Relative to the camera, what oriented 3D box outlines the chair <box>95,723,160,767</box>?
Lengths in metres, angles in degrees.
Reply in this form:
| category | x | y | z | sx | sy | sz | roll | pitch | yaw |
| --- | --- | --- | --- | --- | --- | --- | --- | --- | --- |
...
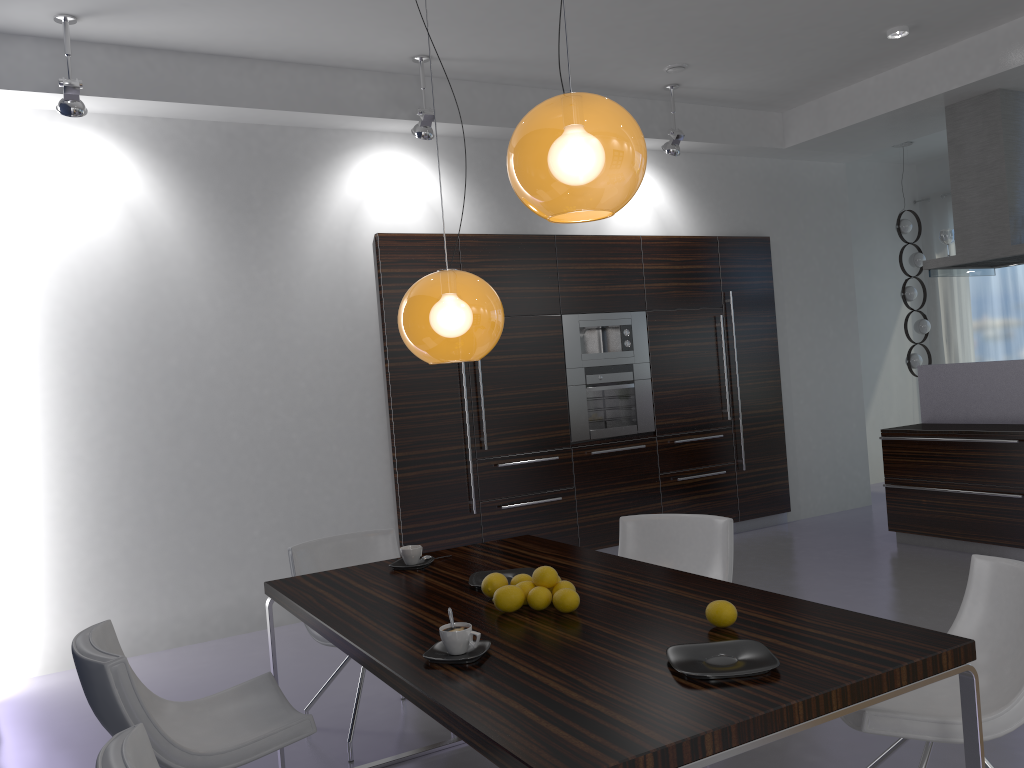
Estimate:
| category | x | y | z | sx | sy | sz | roll | pitch | yaw |
| --- | --- | --- | --- | --- | --- | --- | --- | --- | --- |
| chair | -0.452 | 1.084 | 1.766 | 0.620 | 0.805 | 0.508 | -5 | 1 | -34 |

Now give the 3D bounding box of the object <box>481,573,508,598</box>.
| category | x | y | z | sx | sy | sz | roll | pitch | yaw |
| --- | --- | --- | --- | --- | --- | --- | --- | --- | --- |
| object | -0.052 | 0.625 | 2.746 | 0.079 | 0.077 | 0.094 | -4 | 1 | 35 |

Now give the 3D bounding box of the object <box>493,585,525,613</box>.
| category | x | y | z | sx | sy | sz | roll | pitch | yaw |
| --- | --- | --- | --- | --- | --- | --- | --- | --- | --- |
| object | -0.009 | 0.623 | 2.571 | 0.094 | 0.077 | 0.079 | -4 | 0 | 15 |

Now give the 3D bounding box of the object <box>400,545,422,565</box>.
| category | x | y | z | sx | sy | sz | roll | pitch | yaw |
| --- | --- | --- | --- | --- | --- | --- | --- | --- | --- |
| object | -0.379 | 0.645 | 3.343 | 0.081 | 0.064 | 0.101 | -5 | 0 | -3 |

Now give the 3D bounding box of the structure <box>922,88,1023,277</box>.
| category | x | y | z | sx | sy | sz | roll | pitch | yaw |
| --- | --- | --- | --- | --- | --- | --- | --- | --- | --- |
| structure | 3.748 | -1.478 | 6.597 | 0.915 | 1.231 | 0.981 | -5 | 1 | -29 |

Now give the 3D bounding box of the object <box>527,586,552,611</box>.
| category | x | y | z | sx | sy | sz | roll | pitch | yaw |
| --- | --- | --- | --- | --- | --- | --- | --- | --- | --- |
| object | 0.079 | 0.620 | 2.565 | 0.070 | 0.068 | 0.083 | -4 | 1 | 30 |

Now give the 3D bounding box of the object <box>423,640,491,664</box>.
| category | x | y | z | sx | sy | sz | roll | pitch | yaw |
| --- | --- | --- | --- | --- | --- | --- | --- | --- | --- |
| object | -0.135 | 0.666 | 2.201 | 0.154 | 0.020 | 0.154 | -4 | 0 | 16 |

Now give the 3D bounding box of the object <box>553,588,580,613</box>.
| category | x | y | z | sx | sy | sz | roll | pitch | yaw |
| --- | --- | --- | --- | --- | --- | --- | --- | --- | --- |
| object | 0.154 | 0.614 | 2.518 | 0.070 | 0.068 | 0.083 | -5 | 0 | -25 |

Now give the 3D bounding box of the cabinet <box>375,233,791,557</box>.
| category | x | y | z | sx | sy | sz | roll | pitch | yaw |
| --- | --- | --- | --- | --- | --- | --- | --- | --- | --- |
| cabinet | 0.630 | 0.106 | 7.089 | 3.600 | 2.500 | 0.669 | -5 | 1 | -29 |

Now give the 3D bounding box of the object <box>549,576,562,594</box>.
| category | x | y | z | sx | sy | sz | roll | pitch | yaw |
| --- | --- | --- | --- | --- | --- | --- | --- | --- | --- |
| object | 0.107 | 0.611 | 2.685 | 0.094 | 0.080 | 0.076 | -5 | 1 | -27 |

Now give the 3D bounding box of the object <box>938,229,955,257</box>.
| category | x | y | z | sx | sy | sz | roll | pitch | yaw |
| --- | --- | --- | --- | --- | --- | --- | --- | --- | --- |
| object | 3.337 | -1.071 | 6.789 | 0.125 | 0.221 | 0.125 | -5 | 0 | -4 |

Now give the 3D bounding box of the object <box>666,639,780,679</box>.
| category | x | y | z | sx | sy | sz | roll | pitch | yaw |
| --- | --- | --- | --- | --- | --- | --- | --- | --- | --- |
| object | 0.470 | 0.620 | 1.991 | 0.232 | 0.020 | 0.232 | -5 | 0 | 0 |

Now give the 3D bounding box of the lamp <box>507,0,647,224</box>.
| category | x | y | z | sx | sy | sz | roll | pitch | yaw |
| --- | --- | --- | --- | --- | --- | --- | --- | --- | --- |
| lamp | 0.112 | -1.247 | 2.267 | 0.359 | 1.645 | 0.358 | -5 | 0 | -18 |

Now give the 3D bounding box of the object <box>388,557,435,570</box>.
| category | x | y | z | sx | sy | sz | roll | pitch | yaw |
| --- | --- | --- | --- | --- | --- | --- | --- | --- | --- |
| object | -0.376 | 0.676 | 3.333 | 0.154 | 0.020 | 0.154 | -4 | 0 | 17 |

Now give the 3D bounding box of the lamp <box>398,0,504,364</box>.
| category | x | y | z | sx | sy | sz | roll | pitch | yaw |
| --- | --- | --- | --- | --- | --- | --- | --- | --- | --- |
| lamp | -0.272 | -1.057 | 2.985 | 0.358 | 1.974 | 0.359 | -5 | 0 | -24 |

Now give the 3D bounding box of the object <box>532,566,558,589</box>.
| category | x | y | z | sx | sy | sz | roll | pitch | yaw |
| --- | --- | --- | --- | --- | --- | --- | --- | --- | --- |
| object | 0.098 | 0.572 | 2.621 | 0.070 | 0.068 | 0.083 | -5 | 0 | -25 |

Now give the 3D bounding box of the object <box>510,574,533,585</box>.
| category | x | y | z | sx | sy | sz | roll | pitch | yaw |
| --- | --- | --- | --- | --- | --- | --- | --- | --- | --- |
| object | 0.033 | 0.622 | 2.746 | 0.070 | 0.068 | 0.083 | -5 | 0 | -25 |

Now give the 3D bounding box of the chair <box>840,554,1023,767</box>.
| category | x | y | z | sx | sy | sz | roll | pitch | yaw |
| --- | --- | --- | --- | --- | --- | --- | --- | --- | --- |
| chair | 1.245 | 0.943 | 2.526 | 0.620 | 0.805 | 0.508 | -5 | 0 | 6 |

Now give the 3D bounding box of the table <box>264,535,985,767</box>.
| category | x | y | z | sx | sy | sz | roll | pitch | yaw |
| --- | --- | --- | --- | --- | --- | --- | --- | --- | --- |
| table | 0.101 | 1.044 | 2.642 | 1.127 | 0.783 | 2.046 | -5 | 1 | -29 |

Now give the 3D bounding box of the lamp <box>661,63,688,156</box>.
| category | x | y | z | sx | sy | sz | roll | pitch | yaw |
| --- | --- | --- | --- | --- | --- | --- | --- | --- | --- |
| lamp | 1.166 | -1.932 | 6.346 | 0.171 | 0.511 | 0.605 | -5 | 0 | 3 |

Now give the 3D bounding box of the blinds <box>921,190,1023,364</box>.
| category | x | y | z | sx | sy | sz | roll | pitch | yaw |
| --- | --- | --- | --- | --- | --- | --- | --- | --- | --- |
| blinds | 5.497 | -0.608 | 8.593 | 0.120 | 3.112 | 3.245 | -5 | 1 | -29 |

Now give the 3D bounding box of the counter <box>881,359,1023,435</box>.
| category | x | y | z | sx | sy | sz | roll | pitch | yaw |
| --- | --- | --- | --- | --- | --- | --- | --- | --- | --- |
| counter | 4.125 | 0.442 | 5.493 | 1.302 | 1.300 | 3.291 | -5 | 1 | -29 |

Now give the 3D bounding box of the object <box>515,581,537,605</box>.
| category | x | y | z | sx | sy | sz | roll | pitch | yaw |
| --- | --- | --- | --- | --- | --- | --- | --- | --- | --- |
| object | 0.039 | 0.621 | 2.637 | 0.081 | 0.071 | 0.069 | -4 | 1 | 38 |

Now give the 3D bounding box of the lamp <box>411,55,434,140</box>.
| category | x | y | z | sx | sy | sz | roll | pitch | yaw |
| --- | --- | --- | --- | --- | --- | --- | --- | --- | --- |
| lamp | -0.564 | -1.788 | 5.589 | 0.150 | 0.511 | 0.185 | -5 | 1 | -29 |

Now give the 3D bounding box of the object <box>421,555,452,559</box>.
| category | x | y | z | sx | sy | sz | roll | pitch | yaw |
| --- | --- | --- | --- | --- | --- | --- | --- | --- | --- |
| object | -0.289 | 0.661 | 3.404 | 0.032 | 0.028 | 0.155 | -4 | 1 | 42 |

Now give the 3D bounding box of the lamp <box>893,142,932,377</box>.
| category | x | y | z | sx | sy | sz | roll | pitch | yaw |
| --- | --- | --- | --- | --- | --- | --- | --- | --- | --- |
| lamp | 4.058 | -1.250 | 9.003 | 0.367 | 2.370 | 0.180 | -5 | 1 | -35 |

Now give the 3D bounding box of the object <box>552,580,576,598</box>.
| category | x | y | z | sx | sy | sz | roll | pitch | yaw |
| --- | --- | --- | --- | --- | --- | --- | --- | --- | --- |
| object | 0.153 | 0.614 | 2.606 | 0.070 | 0.068 | 0.083 | -4 | 1 | 30 |

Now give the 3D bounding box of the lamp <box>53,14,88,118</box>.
| category | x | y | z | sx | sy | sz | roll | pitch | yaw |
| --- | --- | --- | --- | --- | --- | --- | --- | --- | --- |
| lamp | -2.310 | -1.642 | 4.625 | 0.150 | 0.511 | 0.185 | -5 | 1 | -29 |

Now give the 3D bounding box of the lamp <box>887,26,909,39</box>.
| category | x | y | z | sx | sy | sz | roll | pitch | yaw |
| --- | --- | --- | --- | --- | --- | --- | --- | --- | --- |
| lamp | 2.494 | -2.273 | 5.732 | 0.132 | 0.035 | 0.132 | -4 | 1 | 34 |

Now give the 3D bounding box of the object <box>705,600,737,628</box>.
| category | x | y | z | sx | sy | sz | roll | pitch | yaw |
| --- | --- | --- | --- | --- | --- | --- | --- | --- | --- |
| object | 0.534 | 0.586 | 2.262 | 0.070 | 0.068 | 0.083 | -5 | 0 | -25 |

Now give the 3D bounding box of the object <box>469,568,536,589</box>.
| category | x | y | z | sx | sy | sz | roll | pitch | yaw |
| --- | --- | --- | --- | --- | --- | --- | --- | --- | --- |
| object | -0.027 | 0.652 | 2.961 | 0.232 | 0.020 | 0.232 | -5 | 0 | 0 |

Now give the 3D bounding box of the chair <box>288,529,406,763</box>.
| category | x | y | z | sx | sy | sz | roll | pitch | yaw |
| --- | --- | --- | --- | --- | --- | --- | --- | --- | --- |
| chair | -0.617 | 1.081 | 3.839 | 0.508 | 0.805 | 0.620 | -5 | 1 | -34 |

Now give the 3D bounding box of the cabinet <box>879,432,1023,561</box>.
| category | x | y | z | sx | sy | sz | roll | pitch | yaw |
| --- | --- | --- | --- | --- | --- | --- | --- | --- | --- |
| cabinet | 4.133 | 0.666 | 5.491 | 1.377 | 0.852 | 3.285 | -5 | 1 | -29 |

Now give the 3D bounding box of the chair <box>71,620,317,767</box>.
| category | x | y | z | sx | sy | sz | roll | pitch | yaw |
| --- | --- | --- | --- | --- | --- | --- | --- | --- | --- |
| chair | -0.953 | 1.117 | 2.677 | 0.620 | 0.805 | 0.508 | -5 | 1 | -29 |

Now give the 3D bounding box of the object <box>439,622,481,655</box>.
| category | x | y | z | sx | sy | sz | roll | pitch | yaw |
| --- | --- | --- | --- | --- | --- | --- | --- | --- | --- |
| object | -0.128 | 0.634 | 2.202 | 0.101 | 0.064 | 0.081 | -5 | 0 | -4 |

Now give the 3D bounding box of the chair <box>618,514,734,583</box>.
| category | x | y | z | sx | sy | sz | roll | pitch | yaw |
| --- | --- | --- | --- | --- | --- | --- | --- | --- | --- |
| chair | 0.628 | 0.983 | 3.670 | 0.508 | 0.805 | 0.620 | -4 | 1 | 31 |
